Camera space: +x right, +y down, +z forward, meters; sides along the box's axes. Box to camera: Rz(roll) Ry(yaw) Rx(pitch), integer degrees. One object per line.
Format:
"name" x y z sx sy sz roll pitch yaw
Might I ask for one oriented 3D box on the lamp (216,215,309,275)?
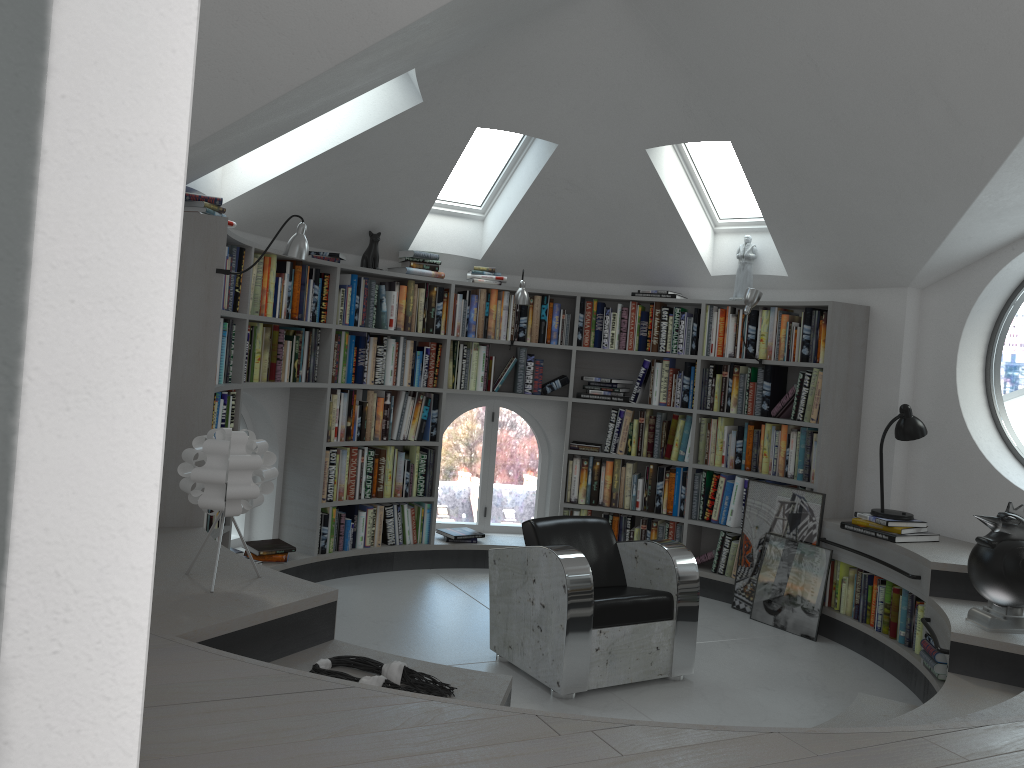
"lamp" -1.128 -0.632 4.020 0.413 0.312 0.117 4 1 -30

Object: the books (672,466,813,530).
"books" 1.633 0.807 6.040 1.185 0.359 0.303 6 2 44

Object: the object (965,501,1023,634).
"object" 2.209 0.805 3.942 0.321 0.562 0.319 5 1 36

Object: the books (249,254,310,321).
"books" -1.487 -0.577 5.229 0.269 0.373 0.792 5 1 17

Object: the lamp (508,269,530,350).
"lamp" 0.021 -0.522 6.293 0.113 0.566 0.358 5 0 -20

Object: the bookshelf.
"bookshelf" -0.171 0.246 5.649 4.329 1.880 2.111 4 1 -27

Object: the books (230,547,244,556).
"books" -1.729 0.991 5.195 0.227 0.036 0.213 6 2 40

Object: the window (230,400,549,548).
"window" -1.046 0.583 6.180 3.227 1.151 0.618 3 1 -41

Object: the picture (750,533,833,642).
"picture" 1.726 1.249 5.500 0.106 0.555 0.490 5 1 -36

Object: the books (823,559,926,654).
"books" 2.129 1.244 5.042 0.272 0.298 1.148 4 2 -13

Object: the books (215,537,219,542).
"books" -1.657 0.954 4.384 0.282 0.319 0.919 5 2 -8

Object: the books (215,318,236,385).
"books" -1.568 -0.164 4.348 0.303 0.348 1.089 4 2 -11

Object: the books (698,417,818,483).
"books" 1.721 0.433 5.999 0.275 0.348 1.022 4 2 -42

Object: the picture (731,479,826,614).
"picture" 1.698 1.081 5.680 0.090 0.863 0.579 5 0 -37

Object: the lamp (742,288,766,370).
"lamp" 1.622 -0.359 5.844 0.275 0.525 0.112 4 0 -36

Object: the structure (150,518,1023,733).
"structure" 0.385 1.098 4.418 4.712 0.693 4.707 5 2 18

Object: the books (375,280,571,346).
"books" -0.295 -0.517 6.433 1.564 0.367 0.394 4 1 -21

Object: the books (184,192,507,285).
"books" -1.037 -0.851 5.584 0.748 0.173 2.812 6 2 34

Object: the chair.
"chair" 0.399 1.090 4.544 0.822 0.719 0.742 4 1 -32

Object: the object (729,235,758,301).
"object" 1.620 -0.802 6.166 0.179 0.472 0.179 5 0 -18

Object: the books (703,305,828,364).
"books" 1.767 -0.336 6.008 0.292 0.362 1.015 4 2 -44

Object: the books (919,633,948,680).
"books" 2.078 1.335 4.094 0.240 0.168 0.665 5 2 14

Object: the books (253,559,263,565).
"books" -1.735 1.057 5.195 0.388 0.042 0.365 6 2 30

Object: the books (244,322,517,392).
"books" -0.968 -0.157 5.875 0.591 0.371 2.526 6 2 44

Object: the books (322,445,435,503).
"books" -0.966 0.598 6.127 1.030 0.357 0.293 3 1 -42

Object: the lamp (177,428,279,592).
"lamp" -0.986 0.418 3.055 0.305 0.525 0.306 4 1 -38

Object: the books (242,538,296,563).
"books" -1.512 1.039 5.500 0.318 0.099 0.292 4 2 -25

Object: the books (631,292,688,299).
"books" 1.089 -0.637 6.538 0.336 0.036 0.316 5 2 26

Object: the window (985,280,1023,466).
"window" 3.244 -0.075 4.744 0.104 1.470 1.472 5 1 -27

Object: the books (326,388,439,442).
"books" -0.944 0.212 6.117 0.996 0.351 0.298 3 2 -43

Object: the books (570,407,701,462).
"books" 0.924 0.351 6.490 0.974 0.352 0.251 5 1 16

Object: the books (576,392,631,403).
"books" 0.701 0.099 6.625 0.388 0.042 0.365 5 2 13

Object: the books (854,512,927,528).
"books" 2.186 0.784 5.124 0.269 0.031 0.286 4 2 -17

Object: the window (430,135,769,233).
"window" -0.029 -1.520 5.651 4.051 0.713 1.935 4 2 -27

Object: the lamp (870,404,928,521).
"lamp" 2.248 0.444 5.135 0.322 0.660 0.233 5 0 -11

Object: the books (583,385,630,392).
"books" 0.706 0.035 6.625 0.286 0.031 0.269 5 2 23

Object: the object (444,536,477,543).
"object" -0.382 1.132 6.531 0.226 0.036 0.213 4 2 -10

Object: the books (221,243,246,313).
"books" -1.521 -0.549 4.333 0.300 0.361 1.033 4 2 -11

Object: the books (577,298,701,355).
"books" 0.925 -0.422 6.522 0.970 0.367 0.306 5 1 17

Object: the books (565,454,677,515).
"books" 0.814 0.725 6.524 0.872 0.351 0.272 5 1 15

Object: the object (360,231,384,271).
"object" -0.943 -0.900 6.029 0.147 0.265 0.202 4 1 -30

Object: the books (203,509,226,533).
"books" -1.538 0.780 4.074 0.390 0.695 1.642 4 1 -17

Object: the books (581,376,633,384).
"books" 0.711 -0.028 6.625 0.286 0.031 0.269 6 2 43

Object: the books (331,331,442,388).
"books" -0.941 -0.170 6.148 1.027 0.359 0.301 3 1 -41

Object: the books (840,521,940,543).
"books" 2.180 0.853 5.124 0.365 0.042 0.388 4 2 -27

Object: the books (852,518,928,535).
"books" 2.183 0.816 5.124 0.286 0.034 0.305 3 2 -37

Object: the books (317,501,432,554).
"books" -1.005 0.960 6.112 1.018 0.306 0.288 3 2 -42

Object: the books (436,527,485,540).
"books" -0.380 1.101 6.531 0.268 0.029 0.253 3 2 -36

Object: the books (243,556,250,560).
"books" -1.732 1.023 5.195 0.286 0.031 0.269 6 2 40

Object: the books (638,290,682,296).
"books" 1.092 -0.665 6.538 0.248 0.027 0.233 6 2 36

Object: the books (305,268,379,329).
"books" -1.190 -0.560 5.842 0.265 0.346 0.681 5 1 40

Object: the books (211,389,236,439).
"books" -1.552 0.216 4.331 0.260 0.359 1.020 5 2 -10

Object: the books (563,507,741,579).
"books" 1.037 1.113 6.390 1.498 0.311 0.359 5 1 25

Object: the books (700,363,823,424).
"books" 1.743 0.049 5.999 0.279 0.358 1.053 4 2 -41

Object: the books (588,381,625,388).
"books" 0.709 0.004 6.625 0.227 0.036 0.213 5 2 23

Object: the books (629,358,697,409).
"books" 1.150 -0.013 6.462 0.553 0.351 0.255 5 1 20

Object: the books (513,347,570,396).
"books" 0.229 -0.086 6.593 0.399 0.341 0.224 5 1 -7

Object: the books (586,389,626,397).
"books" 0.704 0.066 6.625 0.286 0.031 0.269 5 2 8

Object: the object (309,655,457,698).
"object" -0.398 0.897 2.681 0.473 0.082 0.218 5 2 26
